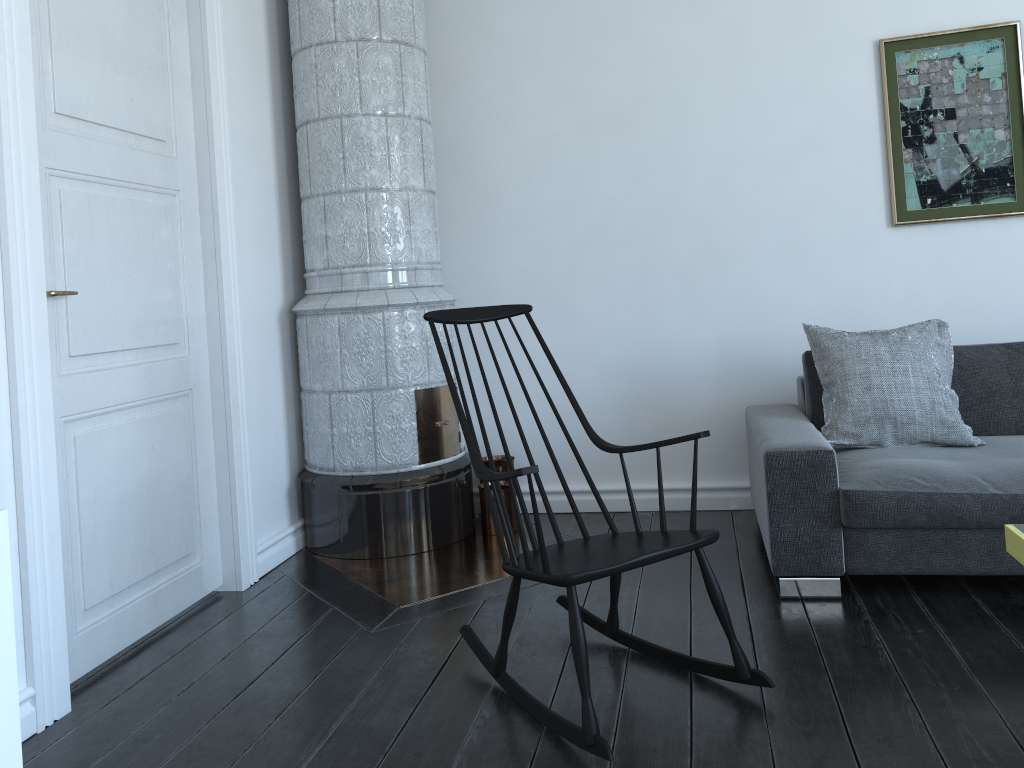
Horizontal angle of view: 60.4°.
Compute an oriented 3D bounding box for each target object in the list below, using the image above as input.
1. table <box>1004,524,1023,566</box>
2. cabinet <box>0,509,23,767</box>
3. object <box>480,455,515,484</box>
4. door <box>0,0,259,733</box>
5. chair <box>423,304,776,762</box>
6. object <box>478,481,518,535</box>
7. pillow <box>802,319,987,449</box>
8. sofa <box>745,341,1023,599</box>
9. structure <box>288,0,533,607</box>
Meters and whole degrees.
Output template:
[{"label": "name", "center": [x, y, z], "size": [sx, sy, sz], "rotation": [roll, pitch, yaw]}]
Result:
[{"label": "table", "center": [1.831, 0.544, 1.698], "size": [1.398, 0.399, 0.604], "rotation": [-3, 4, 12]}, {"label": "cabinet", "center": [-1.209, 0.658, 0.972], "size": [0.589, 0.734, 1.208], "rotation": [-3, 4, 12]}, {"label": "object", "center": [-0.065, 0.485, 4.052], "size": [0.173, 0.281, 0.176], "rotation": [-4, 1, 12]}, {"label": "door", "center": [-1.231, -0.409, 2.850], "size": [0.116, 2.476, 1.172], "rotation": [-4, 0, 12]}, {"label": "chair", "center": [0.147, 0.283, 2.390], "size": [0.615, 1.005, 0.904], "rotation": [-5, 2, -33]}, {"label": "object", "center": [-0.058, 0.544, 3.868], "size": [0.174, 0.199, 0.172], "rotation": [-4, 2, 2]}, {"label": "pillow", "center": [2.139, -0.031, 3.166], "size": [2.051, 0.493, 0.481], "rotation": [-2, 3, 16]}, {"label": "sofa", "center": [2.070, 0.221, 3.071], "size": [2.369, 0.723, 1.090], "rotation": [-3, 4, 12]}, {"label": "structure", "center": [-0.503, -0.762, 3.753], "size": [0.781, 2.892, 1.265], "rotation": [-4, 0, -33]}]
